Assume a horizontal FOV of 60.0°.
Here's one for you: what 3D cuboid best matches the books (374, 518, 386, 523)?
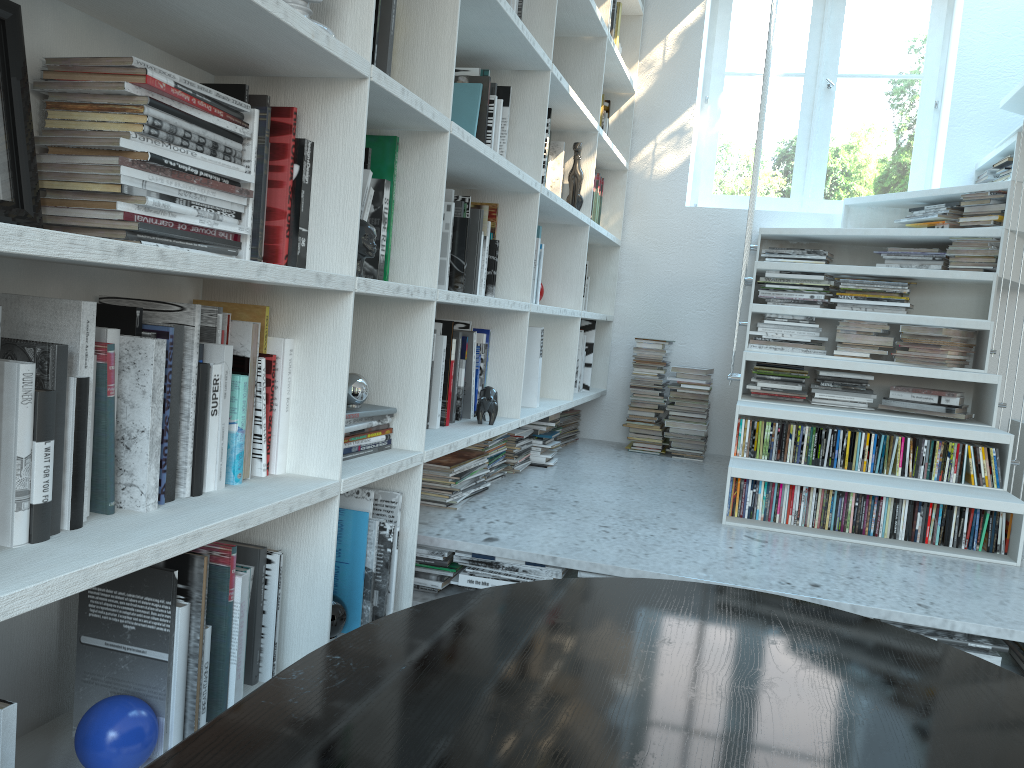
[{"bbox_3d":[-0.360,0.403,1.974,0.149,0.226,0.012,6,5,15],"label":"books"}]

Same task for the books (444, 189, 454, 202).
[{"bbox_3d":[-0.238,-0.405,2.500,0.131,0.290,0.016,6,5,15],"label":"books"}]

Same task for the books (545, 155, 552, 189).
[{"bbox_3d":[0.068,-0.781,3.443,0.155,0.213,0.025,6,5,15],"label":"books"}]

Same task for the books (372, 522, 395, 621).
[{"bbox_3d":[-0.350,0.406,1.951,0.175,0.225,0.026,6,5,15],"label":"books"}]

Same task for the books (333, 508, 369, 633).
[{"bbox_3d":[-0.386,0.389,1.869,0.162,0.264,0.005,6,5,15],"label":"books"}]

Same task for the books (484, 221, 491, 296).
[{"bbox_3d":[-0.163,-0.382,2.688,0.181,0.230,0.018,6,5,15],"label":"books"}]

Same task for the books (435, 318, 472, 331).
[{"bbox_3d":[-0.201,-0.052,2.730,0.134,0.294,0.013,6,5,15],"label":"books"}]

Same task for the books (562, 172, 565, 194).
[{"bbox_3d":[0.122,-0.769,3.569,0.166,0.179,0.027,6,5,15],"label":"books"}]

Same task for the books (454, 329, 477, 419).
[{"bbox_3d":[-0.204,-0.035,2.689,0.186,0.267,0.070,6,5,15],"label":"books"}]

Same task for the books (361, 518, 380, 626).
[{"bbox_3d":[-0.373,0.398,1.889,0.176,0.246,0.014,6,5,15],"label":"books"}]

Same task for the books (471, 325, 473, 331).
[{"bbox_3d":[-0.202,-0.050,2.779,0.143,0.283,0.012,6,5,15],"label":"books"}]

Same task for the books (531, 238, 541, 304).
[{"bbox_3d":[0.002,-0.417,3.251,0.189,0.244,0.023,6,5,15],"label":"books"}]

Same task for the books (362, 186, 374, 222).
[{"bbox_3d":[-0.396,-0.325,1.887,0.169,0.205,0.091,6,5,15],"label":"books"}]

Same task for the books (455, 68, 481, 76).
[{"bbox_3d":[-0.167,-0.776,2.596,0.135,0.290,0.016,6,5,15],"label":"books"}]

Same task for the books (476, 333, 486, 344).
[{"bbox_3d":[-0.168,-0.037,2.816,0.156,0.258,0.026,6,5,15],"label":"books"}]

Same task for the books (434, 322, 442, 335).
[{"bbox_3d":[-0.281,-0.034,2.464,0.159,0.285,0.012,6,5,15],"label":"books"}]

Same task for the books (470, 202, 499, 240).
[{"bbox_3d":[-0.132,-0.419,2.776,0.162,0.296,0.007,6,5,15],"label":"books"}]

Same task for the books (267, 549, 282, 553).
[{"bbox_3d":[-0.501,0.413,1.654,0.133,0.229,0.025,6,5,15],"label":"books"}]

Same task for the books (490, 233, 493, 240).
[{"bbox_3d":[-0.146,-0.374,2.772,0.158,0.204,0.013,6,5,15],"label":"books"}]

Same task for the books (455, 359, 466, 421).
[{"bbox_3d":[-0.226,0.010,2.639,0.169,0.181,0.025,6,5,15],"label":"books"}]

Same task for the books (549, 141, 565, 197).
[{"bbox_3d":[0.100,-0.808,3.457,0.191,0.271,0.021,6,5,15],"label":"books"}]

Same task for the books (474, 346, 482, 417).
[{"bbox_3d":[-0.184,-0.015,2.763,0.168,0.220,0.013,6,5,15],"label":"books"}]

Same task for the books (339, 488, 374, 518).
[{"bbox_3d":[-0.383,0.368,1.914,0.149,0.300,0.032,6,5,15],"label":"books"}]

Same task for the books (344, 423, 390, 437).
[{"bbox_3d":[-0.391,0.090,1.883,0.161,0.012,0.254,7,5,20],"label":"books"}]

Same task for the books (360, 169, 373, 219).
[{"bbox_3d":[-0.399,-0.332,1.808,0.190,0.228,0.095,6,5,15],"label":"books"}]

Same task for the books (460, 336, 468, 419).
[{"bbox_3d":[-0.220,-0.025,2.654,0.164,0.249,0.012,6,5,15],"label":"books"}]

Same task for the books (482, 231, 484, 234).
[{"bbox_3d":[-0.177,-0.363,2.651,0.175,0.195,0.015,6,5,15],"label":"books"}]

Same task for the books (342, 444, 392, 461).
[{"bbox_3d":[-0.391,0.138,1.886,0.159,0.012,0.285,7,5,18],"label":"books"}]

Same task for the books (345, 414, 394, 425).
[{"bbox_3d":[-0.387,0.066,1.880,0.159,0.012,0.285,7,5,19],"label":"books"}]

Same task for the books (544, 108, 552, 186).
[{"bbox_3d":[0.042,-0.830,3.218,0.180,0.339,0.010,6,5,15],"label":"books"}]

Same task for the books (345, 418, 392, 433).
[{"bbox_3d":[-0.380,0.079,1.878,0.161,0.012,0.254,6,5,15],"label":"books"}]

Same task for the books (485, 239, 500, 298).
[{"bbox_3d":[-0.137,-0.359,2.739,0.189,0.180,0.016,6,5,15],"label":"books"}]

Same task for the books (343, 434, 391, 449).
[{"bbox_3d":[-0.391,0.114,1.884,0.160,0.012,0.254,7,5,21],"label":"books"}]

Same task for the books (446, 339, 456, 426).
[{"bbox_3d":[-0.256,-0.013,2.493,0.184,0.244,0.031,6,5,15],"label":"books"}]

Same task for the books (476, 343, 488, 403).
[{"bbox_3d":[-0.170,-0.020,2.791,0.175,0.228,0.025,6,5,15],"label":"books"}]

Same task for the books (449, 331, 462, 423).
[{"bbox_3d":[-0.240,-0.027,2.565,0.173,0.263,0.026,6,5,15],"label":"books"}]

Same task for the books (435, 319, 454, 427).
[{"bbox_3d":[-0.257,-0.036,2.470,0.175,0.293,0.012,6,5,15],"label":"books"}]

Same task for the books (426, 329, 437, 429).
[{"bbox_3d":[-0.295,-0.021,2.391,0.171,0.268,0.014,6,5,15],"label":"books"}]

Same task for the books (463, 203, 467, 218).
[{"bbox_3d":[-0.215,-0.390,2.539,0.158,0.259,0.008,6,5,15],"label":"books"}]

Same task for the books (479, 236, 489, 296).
[{"bbox_3d":[-0.169,-0.358,2.667,0.190,0.183,0.019,6,5,15],"label":"books"}]

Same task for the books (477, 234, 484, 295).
[{"bbox_3d":[-0.178,-0.354,2.609,0.182,0.182,0.018,6,5,15],"label":"books"}]

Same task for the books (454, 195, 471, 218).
[{"bbox_3d":[-0.207,-0.406,2.582,0.159,0.285,0.007,6,5,15],"label":"books"}]

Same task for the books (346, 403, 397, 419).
[{"bbox_3d":[-0.380,0.054,1.877,0.160,0.012,0.254,7,5,24],"label":"books"}]

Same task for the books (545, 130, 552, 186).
[{"bbox_3d":[0.048,-0.806,3.298,0.167,0.282,0.059,6,5,15],"label":"books"}]

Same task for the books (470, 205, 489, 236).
[{"bbox_3d":[-0.164,-0.404,2.675,0.173,0.274,0.006,6,5,15],"label":"books"}]

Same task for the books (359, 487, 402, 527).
[{"bbox_3d":[-0.341,0.373,1.995,0.172,0.285,0.021,6,5,15],"label":"books"}]

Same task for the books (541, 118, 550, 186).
[{"bbox_3d":[0.036,-0.810,3.209,0.184,0.300,0.011,6,5,15],"label":"books"}]

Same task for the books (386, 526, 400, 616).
[{"bbox_3d":[-0.342,0.411,1.981,0.178,0.212,0.011,6,5,15],"label":"books"}]

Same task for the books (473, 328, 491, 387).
[{"bbox_3d":[-0.161,-0.046,2.840,0.171,0.273,0.025,6,5,15],"label":"books"}]

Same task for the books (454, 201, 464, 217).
[{"bbox_3d":[-0.218,-0.391,2.528,0.149,0.262,0.015,6,5,15],"label":"books"}]

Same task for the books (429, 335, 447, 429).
[{"bbox_3d":[-0.277,-0.014,2.419,0.181,0.253,0.025,6,5,15],"label":"books"}]

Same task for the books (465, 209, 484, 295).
[{"bbox_3d":[-0.181,-0.387,2.589,0.184,0.251,0.018,6,5,15],"label":"books"}]

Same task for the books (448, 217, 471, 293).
[{"bbox_3d":[-0.211,-0.366,2.511,0.177,0.216,0.015,6,5,15],"label":"books"}]

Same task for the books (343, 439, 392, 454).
[{"bbox_3d":[-0.395,0.126,1.886,0.159,0.012,0.285,7,5,20],"label":"books"}]

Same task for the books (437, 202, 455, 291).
[{"bbox_3d":[-0.232,-0.384,2.482,0.130,0.252,0.019,6,5,15],"label":"books"}]

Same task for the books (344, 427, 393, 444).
[{"bbox_3d":[-0.388,0.102,1.883,0.159,0.012,0.285,7,5,18],"label":"books"}]
